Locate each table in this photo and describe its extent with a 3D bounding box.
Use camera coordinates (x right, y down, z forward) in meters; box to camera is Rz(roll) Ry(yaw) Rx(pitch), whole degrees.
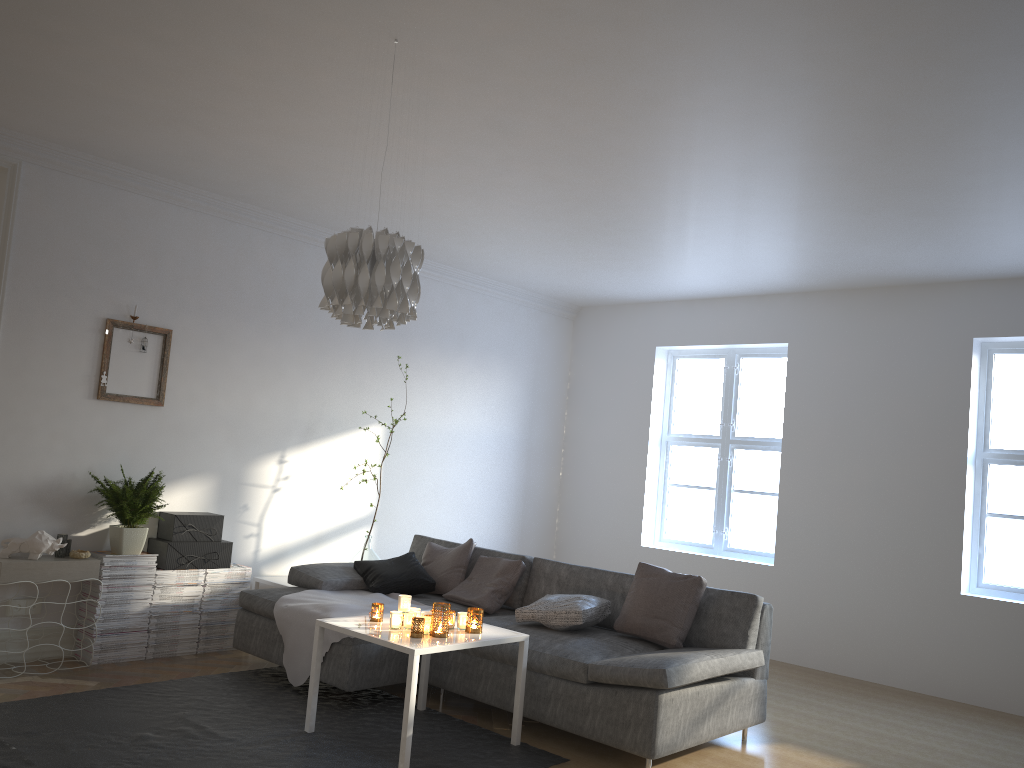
[{"bbox_3d":[-1.824,1.373,5.464,0.246,0.498,0.328,1,-6,42],"label":"table"},{"bbox_3d":[-0.429,1.370,4.062,0.674,0.504,0.716,1,-7,42],"label":"table"},{"bbox_3d":[-2.495,1.205,4.664,0.299,0.575,0.554,1,-6,43],"label":"table"},{"bbox_3d":[-1.397,1.485,5.762,0.423,0.411,0.437,1,-6,42],"label":"table"},{"bbox_3d":[-2.033,1.334,5.232,0.246,0.498,0.328,1,-6,42],"label":"table"},{"bbox_3d":[-2.235,1.247,5.008,0.246,0.596,0.322,1,-6,42],"label":"table"}]

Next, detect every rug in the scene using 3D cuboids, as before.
[{"bbox_3d":[-1.178,1.525,3.822,2.015,0.055,2.114,0,-7,42],"label":"rug"}]

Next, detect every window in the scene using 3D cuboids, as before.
[{"bbox_3d":[1.770,0.558,7.360,1.200,1.707,0.077,1,-6,42],"label":"window"},{"bbox_3d":[3.632,0.569,5.678,1.200,1.707,0.077,1,-6,42],"label":"window"}]

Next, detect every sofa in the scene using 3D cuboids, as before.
[{"bbox_3d":[-0.122,1.358,4.822,2.631,0.771,1.557,0,-7,42],"label":"sofa"}]

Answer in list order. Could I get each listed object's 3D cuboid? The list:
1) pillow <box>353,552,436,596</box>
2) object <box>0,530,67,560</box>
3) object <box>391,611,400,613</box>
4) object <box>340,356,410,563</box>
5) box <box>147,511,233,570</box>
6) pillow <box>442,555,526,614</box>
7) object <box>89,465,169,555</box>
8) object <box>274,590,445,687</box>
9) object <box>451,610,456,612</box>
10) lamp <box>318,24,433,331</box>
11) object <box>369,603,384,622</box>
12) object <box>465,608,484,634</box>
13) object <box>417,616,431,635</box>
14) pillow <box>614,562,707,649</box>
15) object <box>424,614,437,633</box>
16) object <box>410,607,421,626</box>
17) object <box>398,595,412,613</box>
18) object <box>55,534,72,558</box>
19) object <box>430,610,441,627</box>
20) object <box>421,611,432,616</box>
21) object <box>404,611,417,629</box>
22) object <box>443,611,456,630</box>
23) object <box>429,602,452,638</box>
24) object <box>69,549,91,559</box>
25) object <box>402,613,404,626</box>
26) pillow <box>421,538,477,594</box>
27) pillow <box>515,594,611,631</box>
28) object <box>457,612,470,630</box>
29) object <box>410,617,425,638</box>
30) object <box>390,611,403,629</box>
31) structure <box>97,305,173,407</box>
[{"bbox_3d":[-0.727,1.176,5.474,0.421,0.248,0.402,8,-6,-27],"label":"pillow"},{"bbox_3d":[-2.498,0.838,4.635,0.311,0.150,0.137,7,-5,-18],"label":"object"},{"bbox_3d":[-0.523,1.063,4.001,0.056,0.066,0.056,5,-5,4],"label":"object"},{"bbox_3d":[-0.939,0.594,6.022,0.340,1.672,0.777,5,-4,2],"label":"object"},{"bbox_3d":[-1.920,0.944,5.346,0.298,0.315,0.420,1,-6,42],"label":"box"},{"bbox_3d":[-0.168,1.197,5.369,0.337,0.311,0.414,9,-6,-42],"label":"pillow"},{"bbox_3d":[-2.164,0.719,5.023,0.368,0.526,0.438,1,-6,42],"label":"object"},{"bbox_3d":[-0.873,1.407,4.897,0.812,0.436,0.726,1,-6,41],"label":"object"},{"bbox_3d":[-0.289,1.106,4.185,0.047,0.068,0.054,5,-5,2],"label":"object"},{"bbox_3d":[-0.468,-0.732,3.196,0.354,1.064,0.355,5,-4,-5],"label":"lamp"},{"bbox_3d":[-0.629,1.066,4.138,0.060,0.079,0.060,2,-6,36],"label":"object"},{"bbox_3d":[-0.172,1.087,4.077,0.080,0.104,0.080,2,-5,32],"label":"object"},{"bbox_3d":[-0.391,1.070,3.922,0.060,0.073,0.060,2,-5,31],"label":"object"},{"bbox_3d":[0.768,1.146,4.605,0.426,0.389,0.242,1,-6,43],"label":"pillow"},{"bbox_3d":[-0.369,1.077,3.982,0.060,0.073,0.060,2,-5,31],"label":"object"},{"bbox_3d":[-0.457,1.083,4.128,0.060,0.073,0.060,7,-5,-23],"label":"object"},{"bbox_3d":[-0.488,0.997,4.019,0.060,0.073,0.060,8,-5,-32],"label":"object"},{"bbox_3d":[-2.431,0.867,4.800,0.062,0.134,0.123,6,-5,-7],"label":"object"},{"bbox_3d":[-0.356,1.090,4.113,0.060,0.073,0.060,7,-5,-23],"label":"object"},{"bbox_3d":[-0.390,1.082,4.056,0.060,0.073,0.060,5,-5,-2],"label":"object"},{"bbox_3d":[-0.464,1.073,4.030,0.060,0.073,0.060,3,-5,22],"label":"object"},{"bbox_3d":[-0.291,1.095,4.107,0.060,0.073,0.060,7,-5,-23],"label":"object"},{"bbox_3d":[-0.316,1.043,3.918,0.087,0.139,0.090,4,-5,13],"label":"object"},{"bbox_3d":[-2.332,0.919,4.790,0.104,0.046,0.099,5,-5,-2],"label":"object"},{"bbox_3d":[-0.522,1.081,4.084,0.050,0.058,0.052,4,-5,12],"label":"object"},{"bbox_3d":[-0.422,1.173,5.678,0.429,0.402,0.324,2,-5,30],"label":"pillow"},{"bbox_3d":[0.277,1.225,4.758,0.404,0.194,0.406,2,-6,29],"label":"pillow"},{"bbox_3d":[-0.227,1.103,4.127,0.060,0.073,0.060,5,-5,4],"label":"object"},{"bbox_3d":[-0.409,1.059,3.854,0.060,0.079,0.060,2,-5,32],"label":"object"},{"bbox_3d":[-0.523,1.065,4.001,0.060,0.073,0.060,3,-5,22],"label":"object"},{"bbox_3d":[-2.203,-0.173,5.210,0.053,0.574,0.399,1,-6,40],"label":"structure"}]
